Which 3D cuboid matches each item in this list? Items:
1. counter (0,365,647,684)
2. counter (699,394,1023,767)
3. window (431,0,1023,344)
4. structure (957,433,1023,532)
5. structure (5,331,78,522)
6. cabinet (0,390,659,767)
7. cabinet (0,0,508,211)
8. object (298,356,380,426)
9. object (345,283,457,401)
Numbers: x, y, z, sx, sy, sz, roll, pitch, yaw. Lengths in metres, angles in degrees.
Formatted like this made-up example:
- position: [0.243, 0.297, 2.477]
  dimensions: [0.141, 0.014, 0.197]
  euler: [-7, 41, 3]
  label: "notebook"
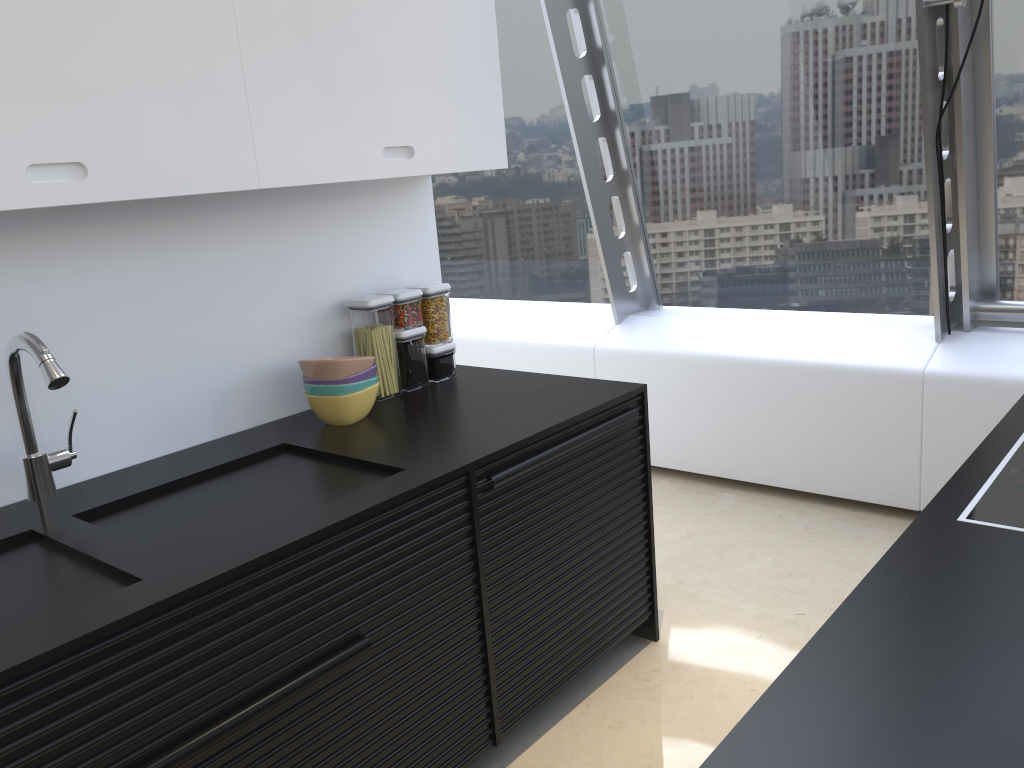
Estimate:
- position: [-1.088, 0.412, 1.551]
  dimensions: [0.804, 0.025, 3.738]
  euler: [7, 18, 39]
  label: "counter"
- position: [0.699, 0.441, 0.789]
  dimensions: [1.006, 0.018, 3.800]
  euler: [7, 18, 39]
  label: "counter"
- position: [-5.648, 0.479, 0.352]
  dimensions: [16.171, 3.674, 16.693]
  euler: [4, 16, 33]
  label: "window"
- position: [1.199, 0.208, 1.614]
  dimensions: [0.562, 0.041, 0.640]
  euler: [7, 18, 39]
  label: "structure"
- position: [-0.942, 0.146, 1.873]
  dimensions: [0.248, 0.536, 0.115]
  euler: [6, 17, 38]
  label: "structure"
- position: [-1.589, -0.011, 0.886]
  dimensions: [0.831, 2.901, 5.157]
  euler: [7, 18, 39]
  label: "cabinet"
- position: [-1.351, -0.514, 1.487]
  dimensions: [0.343, 0.515, 3.741]
  euler: [7, 18, 39]
  label: "cabinet"
- position: [-0.486, 0.009, 2.530]
  dimensions: [0.185, 0.205, 0.205]
  euler: [3, 15, 28]
  label: "object"
- position: [-0.344, -0.142, 2.850]
  dimensions: [0.113, 0.315, 0.365]
  euler: [7, 18, 39]
  label: "object"
